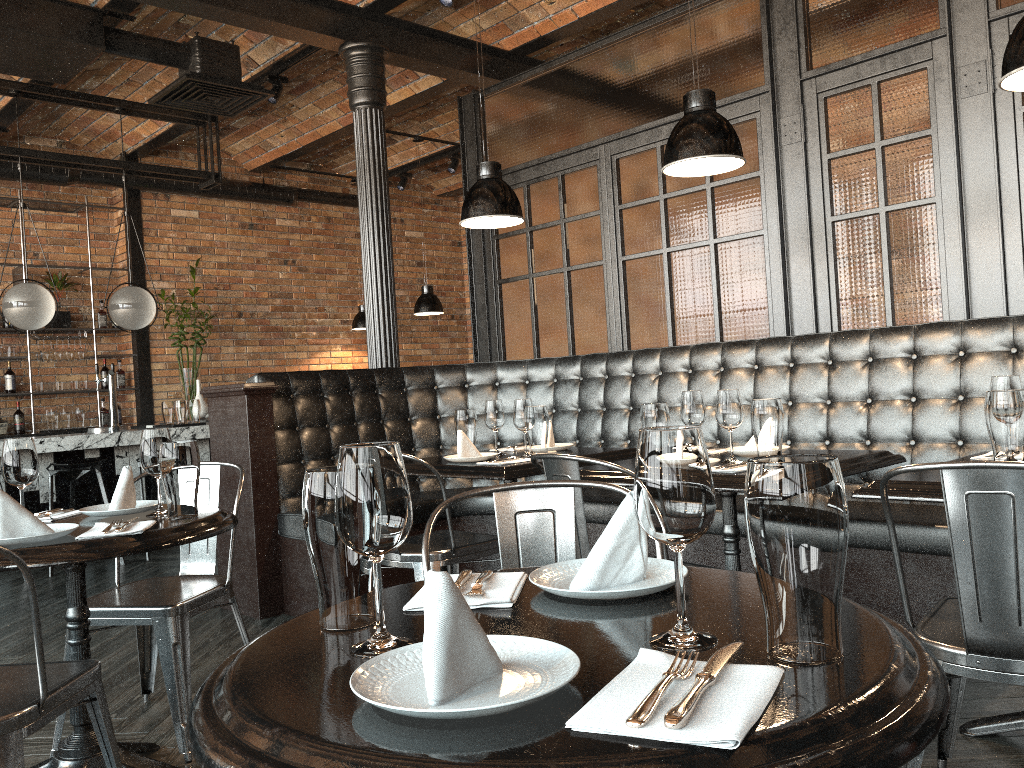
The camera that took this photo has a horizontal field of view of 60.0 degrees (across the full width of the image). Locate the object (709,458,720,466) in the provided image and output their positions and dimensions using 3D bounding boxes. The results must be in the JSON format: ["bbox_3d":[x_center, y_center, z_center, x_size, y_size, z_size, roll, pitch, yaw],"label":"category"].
[{"bbox_3d":[0.563,0.210,2.914,0.232,0.139,0.232,-4,0,31],"label":"object"}]

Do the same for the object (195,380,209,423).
[{"bbox_3d":[-2.800,0.154,8.199,0.316,0.397,0.319,-4,0,5],"label":"object"}]

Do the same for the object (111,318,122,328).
[{"bbox_3d":[-3.829,-0.671,8.578,0.086,0.298,0.086,-4,0,10],"label":"object"}]

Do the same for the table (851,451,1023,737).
[{"bbox_3d":[1.516,0.593,2.283,0.872,0.758,0.872,-3,0,-43],"label":"table"}]

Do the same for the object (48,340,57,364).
[{"bbox_3d":[-4.262,-0.307,8.210,0.092,0.244,0.092,-4,0,-4],"label":"object"}]

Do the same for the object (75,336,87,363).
[{"bbox_3d":[-4.002,-0.323,8.230,0.092,0.244,0.092,-4,0,-4],"label":"object"}]

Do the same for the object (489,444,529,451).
[{"bbox_3d":[0.002,0.302,4.204,0.157,0.019,0.255,-4,0,42],"label":"object"}]

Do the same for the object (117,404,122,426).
[{"bbox_3d":[-3.803,0.265,8.527,0.086,0.298,0.086,-4,0,5],"label":"object"}]

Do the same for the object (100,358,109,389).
[{"bbox_3d":[-3.880,-0.096,8.462,0.086,0.299,0.086,-4,0,5],"label":"object"}]

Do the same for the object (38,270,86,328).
[{"bbox_3d":[-4.169,-0.779,8.178,0.398,0.560,0.374,-4,0,19],"label":"object"}]

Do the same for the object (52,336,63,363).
[{"bbox_3d":[-4.149,-0.314,8.090,0.092,0.244,0.092,-4,0,-4],"label":"object"}]

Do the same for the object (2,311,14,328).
[{"bbox_3d":[-4.500,-0.629,7.908,0.086,0.297,0.086,-4,0,5],"label":"object"}]

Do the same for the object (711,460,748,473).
[{"bbox_3d":[0.718,0.255,2.789,0.255,0.019,0.157,-3,0,-38],"label":"object"}]

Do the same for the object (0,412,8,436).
[{"bbox_3d":[-4.522,0.318,7.806,0.123,0.279,0.123,-4,0,35],"label":"object"}]

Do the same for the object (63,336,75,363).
[{"bbox_3d":[-4.077,-0.318,8.159,0.092,0.244,0.092,-4,0,-4],"label":"object"}]

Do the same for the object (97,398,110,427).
[{"bbox_3d":[-3.884,0.277,8.431,0.083,0.282,0.083,-4,0,32],"label":"object"}]

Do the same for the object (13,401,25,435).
[{"bbox_3d":[-4.412,0.301,7.935,0.086,0.299,0.086,-4,0,5],"label":"object"}]

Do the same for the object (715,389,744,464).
[{"bbox_3d":[0.733,0.141,2.976,0.092,0.244,0.092,-4,0,7],"label":"object"}]

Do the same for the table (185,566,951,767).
[{"bbox_3d":[0.080,0.680,1.095,0.866,0.758,0.866,-4,0,10],"label":"table"}]

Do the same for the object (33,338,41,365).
[{"bbox_3d":[-4.342,-0.302,8.134,0.092,0.244,0.092,-4,0,-4],"label":"object"}]

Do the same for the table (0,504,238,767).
[{"bbox_3d":[-1.181,0.761,2.427,0.866,0.758,0.866,-4,0,10],"label":"table"}]

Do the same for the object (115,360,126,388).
[{"bbox_3d":[-3.779,-0.093,8.553,0.083,0.282,0.083,-4,0,-33],"label":"object"}]

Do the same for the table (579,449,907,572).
[{"bbox_3d":[0.767,0.641,3.074,0.872,0.758,0.872,-3,0,-43],"label":"table"}]

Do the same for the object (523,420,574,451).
[{"bbox_3d":[0.164,0.237,4.046,0.232,0.139,0.232,-4,0,5],"label":"object"}]

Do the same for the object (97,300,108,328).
[{"bbox_3d":[-3.912,-0.657,8.461,0.083,0.282,0.083,-4,0,-28],"label":"object"}]

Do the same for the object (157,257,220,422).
[{"bbox_3d":[-3.073,-0.408,8.478,0.584,1.546,0.673,-4,0,-5],"label":"object"}]

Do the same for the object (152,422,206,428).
[{"bbox_3d":[-2.700,0.334,7.194,0.273,0.019,0.437,-3,0,-43],"label":"object"}]

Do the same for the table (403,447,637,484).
[{"bbox_3d":[0.009,0.690,3.875,0.872,0.758,0.872,-3,0,-43],"label":"table"}]

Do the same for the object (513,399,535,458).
[{"bbox_3d":[0.053,0.185,3.680,0.092,0.244,0.092,-4,0,30],"label":"object"}]

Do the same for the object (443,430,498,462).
[{"bbox_3d":[-0.176,0.258,3.743,0.232,0.139,0.232,-4,0,5],"label":"object"}]

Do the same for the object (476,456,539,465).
[{"bbox_3d":[-0.004,0.302,3.549,0.255,0.019,0.157,-3,0,-43],"label":"object"}]

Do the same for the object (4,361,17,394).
[{"bbox_3d":[-4.477,-0.058,7.909,0.086,0.298,0.086,-4,0,5],"label":"object"}]

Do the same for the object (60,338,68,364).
[{"bbox_3d":[-4.190,-0.311,8.278,0.092,0.244,0.092,-4,0,-4],"label":"object"}]

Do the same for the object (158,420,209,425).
[{"bbox_3d":[-3.054,0.360,8.488,0.622,0.014,0.622,-4,0,19],"label":"object"}]

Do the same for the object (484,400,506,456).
[{"bbox_3d":[-0.074,0.193,3.931,0.092,0.244,0.092,-4,0,-27],"label":"object"}]

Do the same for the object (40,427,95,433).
[{"bbox_3d":[-4.086,0.422,8.155,0.437,0.019,0.273,-3,0,-43],"label":"object"}]

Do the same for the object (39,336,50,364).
[{"bbox_3d":[-4.228,-0.309,8.015,0.092,0.244,0.092,-4,0,-4],"label":"object"}]
